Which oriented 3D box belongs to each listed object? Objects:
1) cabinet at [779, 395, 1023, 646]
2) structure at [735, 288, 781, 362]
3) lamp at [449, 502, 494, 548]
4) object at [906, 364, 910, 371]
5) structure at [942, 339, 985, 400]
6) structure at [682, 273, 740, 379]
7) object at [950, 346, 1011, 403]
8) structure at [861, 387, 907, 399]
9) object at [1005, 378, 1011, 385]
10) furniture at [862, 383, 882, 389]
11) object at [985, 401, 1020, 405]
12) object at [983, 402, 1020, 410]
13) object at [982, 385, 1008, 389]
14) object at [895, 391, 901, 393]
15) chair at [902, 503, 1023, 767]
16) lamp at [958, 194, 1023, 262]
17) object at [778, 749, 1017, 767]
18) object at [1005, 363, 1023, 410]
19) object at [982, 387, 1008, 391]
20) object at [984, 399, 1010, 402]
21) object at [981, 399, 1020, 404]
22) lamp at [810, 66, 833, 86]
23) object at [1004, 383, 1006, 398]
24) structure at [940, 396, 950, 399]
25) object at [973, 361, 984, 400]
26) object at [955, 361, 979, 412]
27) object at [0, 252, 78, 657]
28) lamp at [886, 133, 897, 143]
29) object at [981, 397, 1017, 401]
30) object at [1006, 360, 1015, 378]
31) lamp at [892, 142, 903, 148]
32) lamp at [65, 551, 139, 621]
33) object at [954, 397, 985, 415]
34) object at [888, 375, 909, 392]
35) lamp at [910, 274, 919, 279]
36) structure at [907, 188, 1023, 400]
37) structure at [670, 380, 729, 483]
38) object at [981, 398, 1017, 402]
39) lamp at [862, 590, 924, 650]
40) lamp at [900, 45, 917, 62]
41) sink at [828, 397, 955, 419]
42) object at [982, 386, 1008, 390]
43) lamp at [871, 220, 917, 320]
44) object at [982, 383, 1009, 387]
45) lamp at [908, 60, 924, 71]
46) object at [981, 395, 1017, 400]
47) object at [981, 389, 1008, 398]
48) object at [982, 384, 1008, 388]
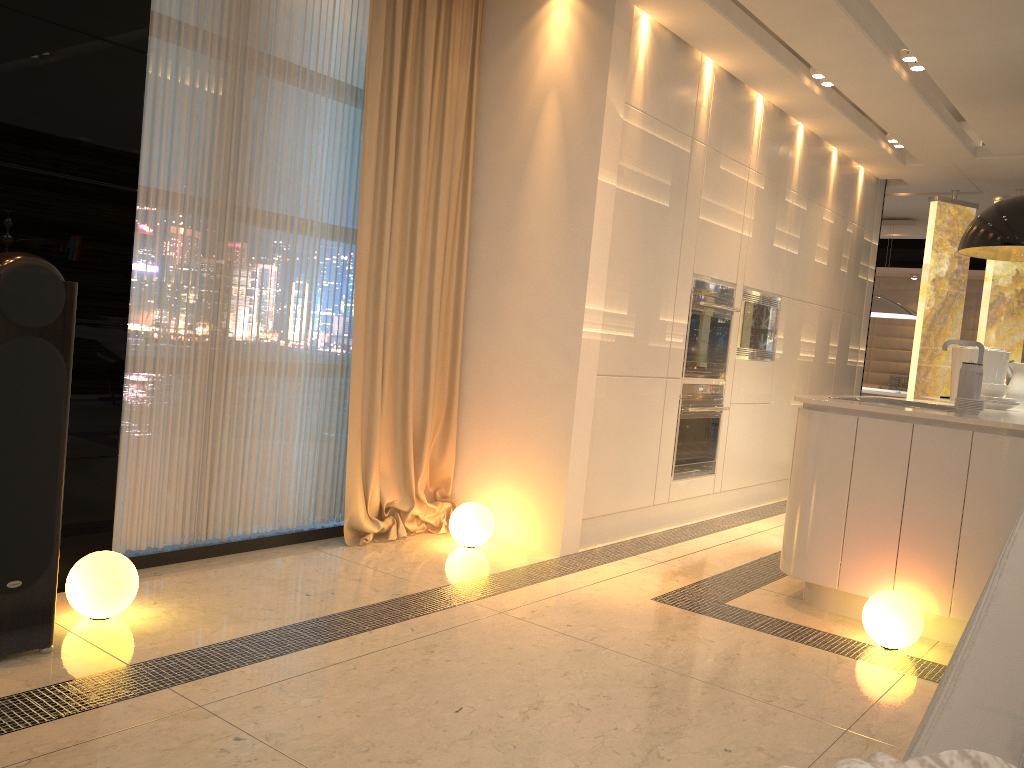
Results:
[{"bbox_3d":[2.625,0.570,4.899,1.046,0.887,3.752,8,4,37],"label":"cabinet"},{"bbox_3d":[1.465,-0.403,6.016,0.446,0.450,0.659,8,4,37],"label":"structure"},{"bbox_3d":[-0.194,0.672,4.244,0.212,0.214,0.213,5,3,-2],"label":"lamp"},{"bbox_3d":[5.444,0.079,11.837,0.390,0.718,0.388,7,4,28],"label":"object"},{"bbox_3d":[1.981,-0.039,3.925,0.177,0.310,0.089,8,4,37],"label":"structure"},{"bbox_3d":[0.998,-0.356,5.434,0.595,0.597,0.609,8,4,37],"label":"structure"},{"bbox_3d":[2.573,-0.047,4.899,0.288,0.330,0.288,3,4,-35],"label":"object"},{"bbox_3d":[3.528,0.412,9.770,2.912,0.812,1.659,8,4,37],"label":"structure"},{"bbox_3d":[3.239,0.027,5.886,0.253,0.147,0.266,5,3,-10],"label":"object"},{"bbox_3d":[4.294,0.344,12.323,1.312,0.810,1.107,8,4,37],"label":"furniture"},{"bbox_3d":[2.481,0.104,4.592,0.264,0.033,0.264,6,3,6],"label":"object"},{"bbox_3d":[2.480,0.111,4.593,0.264,0.033,0.264,6,3,6],"label":"object"},{"bbox_3d":[2.488,0.037,4.588,0.138,0.051,0.138,5,3,-5],"label":"object"},{"bbox_3d":[4.076,0.098,9.364,0.057,0.057,0.057,6,3,7],"label":"object"},{"bbox_3d":[0.641,0.559,0.791,1.027,0.991,0.983,8,4,36],"label":"chair"},{"bbox_3d":[2.857,-1.147,4.788,0.710,0.898,0.710,3,4,-42],"label":"lamp"},{"bbox_3d":[0.426,0.732,0.885,0.972,0.580,1.347,5,3,-16],"label":"object"},{"bbox_3d":[2.849,0.017,4.896,0.211,0.254,0.183,5,3,-1],"label":"object"},{"bbox_3d":[2.486,0.048,4.589,0.138,0.051,0.138,5,3,-5],"label":"object"},{"bbox_3d":[2.482,0.087,4.591,0.229,0.016,0.229,4,4,-23],"label":"object"},{"bbox_3d":[2.482,0.098,4.592,0.264,0.033,0.264,6,3,6],"label":"object"},{"bbox_3d":[1.816,-1.819,5.148,0.107,0.127,0.270,8,4,37],"label":"lamp"},{"bbox_3d":[2.759,0.034,5.160,0.211,0.174,0.211,5,3,-6],"label":"object"},{"bbox_3d":[3.210,0.110,5.907,0.502,0.026,0.811,8,4,37],"label":"structure"},{"bbox_3d":[1.965,0.013,3.785,0.071,0.219,0.071,6,3,14],"label":"object"},{"bbox_3d":[1.900,0.011,3.701,0.071,0.219,0.071,7,4,28],"label":"object"},{"bbox_3d":[-1.509,0.183,2.542,0.468,1.127,0.285,8,4,37],"label":"object"},{"bbox_3d":[2.746,-1.799,6.368,0.107,0.127,0.107,7,3,18],"label":"lamp"},{"bbox_3d":[2.483,0.078,4.591,0.229,0.016,0.229,4,4,-23],"label":"object"},{"bbox_3d":[3.239,-0.059,5.884,0.256,0.212,0.249,5,3,-17],"label":"object"},{"bbox_3d":[2.846,-1.796,6.498,0.107,0.127,0.107,8,4,33],"label":"lamp"},{"bbox_3d":[-1.314,0.644,2.847,0.212,0.214,0.213,5,3,-2],"label":"lamp"},{"bbox_3d":[1.866,0.092,3.619,0.111,0.062,0.111,4,4,-32],"label":"object"},{"bbox_3d":[5.240,0.139,12.056,0.247,0.522,0.124,8,4,37],"label":"object"},{"bbox_3d":[5.369,-1.460,11.825,0.107,0.127,0.107,7,3,18],"label":"lamp"},{"bbox_3d":[4.262,-0.220,6.806,2.180,2.555,0.448,8,4,37],"label":"structure"},{"bbox_3d":[0.939,0.250,5.469,0.595,0.597,0.609,8,4,37],"label":"structure"},{"bbox_3d":[2.482,0.082,4.591,0.229,0.016,0.229,4,4,-23],"label":"object"},{"bbox_3d":[1.426,0.882,3.323,0.212,0.214,0.213,5,3,-2],"label":"lamp"},{"bbox_3d":[2.102,-1.763,4.666,0.107,0.127,0.107,7,3,18],"label":"lamp"},{"bbox_3d":[1.811,0.163,4.085,0.485,0.152,0.738,8,4,37],"label":"sink"},{"bbox_3d":[2.487,0.042,4.589,0.138,0.051,0.138,5,3,-5],"label":"object"},{"bbox_3d":[3.699,-1.270,9.689,1.578,0.995,0.939,8,4,37],"label":"lamp"},{"bbox_3d":[2.489,0.025,4.588,0.138,0.051,0.138,5,3,-5],"label":"object"},{"bbox_3d":[2.201,-1.761,4.796,0.107,0.127,0.107,7,3,18],"label":"lamp"},{"bbox_3d":[2.483,0.073,4.590,0.229,0.016,0.229,4,4,-23],"label":"object"},{"bbox_3d":[2.486,0.054,4.589,0.138,0.051,0.138,5,3,-5],"label":"object"},{"bbox_3d":[2.488,0.031,4.588,0.138,0.051,0.138,5,3,-5],"label":"object"}]
